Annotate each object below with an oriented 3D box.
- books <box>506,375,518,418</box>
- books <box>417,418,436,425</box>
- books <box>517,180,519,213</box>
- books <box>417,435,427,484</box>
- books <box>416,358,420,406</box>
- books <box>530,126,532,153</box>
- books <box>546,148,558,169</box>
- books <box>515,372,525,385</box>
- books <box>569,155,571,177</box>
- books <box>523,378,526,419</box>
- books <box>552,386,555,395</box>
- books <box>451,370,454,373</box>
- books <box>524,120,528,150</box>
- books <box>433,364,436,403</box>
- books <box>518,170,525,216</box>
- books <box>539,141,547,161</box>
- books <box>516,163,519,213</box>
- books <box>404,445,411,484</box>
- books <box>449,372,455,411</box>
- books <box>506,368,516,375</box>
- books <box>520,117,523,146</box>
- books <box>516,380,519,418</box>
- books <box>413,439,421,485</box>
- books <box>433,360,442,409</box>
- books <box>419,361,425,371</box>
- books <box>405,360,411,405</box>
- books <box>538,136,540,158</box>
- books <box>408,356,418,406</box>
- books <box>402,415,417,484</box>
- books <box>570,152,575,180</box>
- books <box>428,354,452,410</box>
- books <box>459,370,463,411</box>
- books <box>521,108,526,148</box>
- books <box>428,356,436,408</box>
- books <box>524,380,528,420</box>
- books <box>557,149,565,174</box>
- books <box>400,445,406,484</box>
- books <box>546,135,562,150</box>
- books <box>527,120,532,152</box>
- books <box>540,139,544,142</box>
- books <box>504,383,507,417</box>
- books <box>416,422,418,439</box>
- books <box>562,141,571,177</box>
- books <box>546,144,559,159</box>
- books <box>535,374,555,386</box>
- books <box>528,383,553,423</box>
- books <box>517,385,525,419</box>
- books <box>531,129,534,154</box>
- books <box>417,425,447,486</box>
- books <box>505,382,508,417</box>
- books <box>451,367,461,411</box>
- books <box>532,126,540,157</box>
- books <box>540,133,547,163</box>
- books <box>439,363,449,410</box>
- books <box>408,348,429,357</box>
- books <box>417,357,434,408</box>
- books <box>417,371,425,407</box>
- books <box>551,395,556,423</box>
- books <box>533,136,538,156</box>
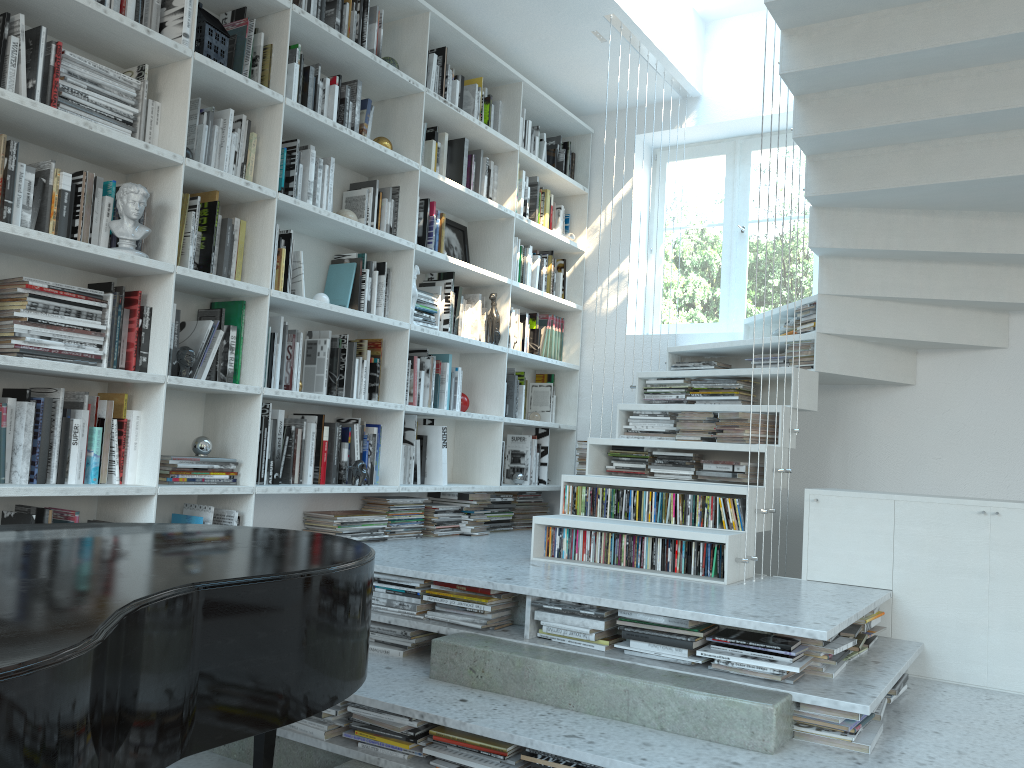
[{"bbox_3d":[-0.059,0.075,5.032,0.184,0.248,0.027,1,-5,32],"label":"books"},{"bbox_3d":[-0.452,0.337,4.471,0.136,0.326,0.012,1,-5,32],"label":"books"},{"bbox_3d":[-0.042,-1.019,4.909,0.165,0.205,0.024,1,-5,32],"label":"books"},{"bbox_3d":[-0.501,0.369,4.365,0.171,0.239,0.031,1,-5,32],"label":"books"},{"bbox_3d":[-0.532,-0.005,4.306,0.177,0.239,0.026,1,-5,32],"label":"books"},{"bbox_3d":[0.039,-1.381,5.208,0.154,0.249,0.027,1,-5,32],"label":"books"},{"bbox_3d":[0.190,-1.328,5.411,0.186,0.193,0.024,1,-5,32],"label":"books"},{"bbox_3d":[-0.003,0.070,5.157,0.161,0.284,0.011,1,-5,32],"label":"books"},{"bbox_3d":[0.285,-1.337,5.584,0.185,0.247,0.014,1,-5,32],"label":"books"},{"bbox_3d":[0.004,0.089,5.191,0.161,0.254,0.012,1,-5,32],"label":"books"},{"bbox_3d":[0.195,0.133,5.503,0.152,0.237,0.022,1,-5,32],"label":"books"},{"bbox_3d":[-0.374,0.036,4.574,0.139,0.218,0.037,1,-5,32],"label":"books"},{"bbox_3d":[0.013,-1.392,5.149,0.163,0.259,0.022,1,-5,32],"label":"books"},{"bbox_3d":[-0.461,0.005,4.427,0.165,0.246,0.026,1,-5,32],"label":"books"},{"bbox_3d":[-0.020,-1.045,4.927,0.189,0.263,0.026,1,-5,32],"label":"books"},{"bbox_3d":[0.118,-1.349,5.325,0.163,0.212,0.057,1,-5,32],"label":"books"},{"bbox_3d":[-0.048,-1.065,4.897,0.183,0.294,0.010,1,-5,32],"label":"books"},{"bbox_3d":[-0.557,0.386,4.275,0.149,0.185,0.024,1,-5,32],"label":"books"},{"bbox_3d":[-0.379,0.042,4.537,0.189,0.200,0.030,1,-5,32],"label":"books"},{"bbox_3d":[-0.049,0.057,5.100,0.141,0.296,0.013,1,-5,32],"label":"books"},{"bbox_3d":[-0.027,-1.393,5.072,0.182,0.243,0.023,1,-5,32],"label":"books"},{"bbox_3d":[-0.039,0.091,5.106,0.172,0.230,0.014,1,-5,32],"label":"books"},{"bbox_3d":[-0.525,0.375,4.319,0.184,0.217,0.052,1,-5,32],"label":"books"},{"bbox_3d":[-0.433,0.006,4.433,0.177,0.249,0.014,1,-5,32],"label":"books"},{"bbox_3d":[-0.506,0.005,4.344,0.179,0.229,0.012,1,-5,32],"label":"books"},{"bbox_3d":[-0.556,-0.002,4.248,0.163,0.223,0.011,1,-5,32],"label":"books"},{"bbox_3d":[0.098,-1.378,5.298,0.143,0.263,0.015,1,-5,32],"label":"books"},{"bbox_3d":[-0.537,-0.011,4.268,0.185,0.246,0.045,1,-5,32],"label":"books"},{"bbox_3d":[-0.540,0.314,4.295,0.168,0.333,0.014,1,-5,32],"label":"books"},{"bbox_3d":[0.306,-1.329,5.594,0.187,0.237,0.025,1,-5,32],"label":"books"},{"bbox_3d":[-0.393,-0.006,4.505,0.181,0.290,0.026,1,-5,32],"label":"books"},{"bbox_3d":[-0.338,0.039,4.618,0.170,0.223,0.027,1,-5,32],"label":"books"},{"bbox_3d":[-0.011,-1.421,5.099,0.184,0.306,0.012,1,-5,32],"label":"books"},{"bbox_3d":[-0.462,-0.006,4.380,0.186,0.262,0.012,1,-5,32],"label":"books"},{"bbox_3d":[0.014,0.097,5.199,0.166,0.239,0.013,1,-5,32],"label":"books"},{"bbox_3d":[0.238,-1.331,5.483,0.192,0.216,0.012,1,-5,32],"label":"books"},{"bbox_3d":[-0.577,0.382,4.256,0.140,0.187,0.030,1,-5,32],"label":"books"},{"bbox_3d":[0.229,-1.379,5.509,0.161,0.313,0.014,1,-5,32],"label":"books"},{"bbox_3d":[0.026,-1.392,5.171,0.179,0.264,0.029,1,-5,32],"label":"books"},{"bbox_3d":[0.125,-1.357,5.361,0.131,0.235,0.010,1,-5,32],"label":"books"},{"bbox_3d":[-0.113,0.091,4.972,0.172,0.201,0.029,1,-5,32],"label":"books"},{"bbox_3d":[-0.525,0.335,4.360,0.131,0.304,0.010,1,-5,32],"label":"books"},{"bbox_3d":[0.275,-1.361,5.534,0.189,0.286,0.014,1,-5,32],"label":"books"},{"bbox_3d":[0.202,-1.351,5.460,0.160,0.247,0.068,1,-5,32],"label":"books"},{"bbox_3d":[0.200,0.095,5.525,0.129,0.315,0.013,1,-5,32],"label":"books"},{"bbox_3d":[0.175,0.120,5.466,0.161,0.254,0.012,1,-5,32],"label":"books"},{"bbox_3d":[-0.007,0.108,5.137,0.174,0.205,0.021,1,-5,32],"label":"books"},{"bbox_3d":[0.060,-1.372,5.226,0.143,0.236,0.025,1,-5,32],"label":"books"},{"bbox_3d":[-0.436,0.349,4.389,0.255,0.291,0.075,1,-5,32],"label":"books"},{"bbox_3d":[-0.096,0.093,5.022,0.149,0.208,0.025,1,-5,32],"label":"books"},{"bbox_3d":[-0.350,0.031,4.596,0.181,0.235,0.025,1,-5,32],"label":"books"},{"bbox_3d":[0.088,-1.390,5.290,0.159,0.285,0.012,1,-5,32],"label":"books"},{"bbox_3d":[0.147,-1.375,5.389,0.131,0.277,0.069,1,-5,32],"label":"books"},{"bbox_3d":[-0.404,0.014,4.481,0.189,0.243,0.023,1,-5,32],"label":"books"},{"bbox_3d":[-0.482,-0.026,4.380,0.147,0.299,0.013,1,-5,32],"label":"books"},{"bbox_3d":[-0.475,-0.006,4.349,0.191,0.255,0.028,1,-5,32],"label":"books"},{"bbox_3d":[-0.509,0.027,4.320,0.186,0.181,0.028,1,-5,32],"label":"books"},{"bbox_3d":[0.190,0.158,5.477,0.167,0.181,0.028,1,-5,32],"label":"books"},{"bbox_3d":[0.077,-1.354,5.260,0.163,0.208,0.026,1,-5,32],"label":"books"}]
